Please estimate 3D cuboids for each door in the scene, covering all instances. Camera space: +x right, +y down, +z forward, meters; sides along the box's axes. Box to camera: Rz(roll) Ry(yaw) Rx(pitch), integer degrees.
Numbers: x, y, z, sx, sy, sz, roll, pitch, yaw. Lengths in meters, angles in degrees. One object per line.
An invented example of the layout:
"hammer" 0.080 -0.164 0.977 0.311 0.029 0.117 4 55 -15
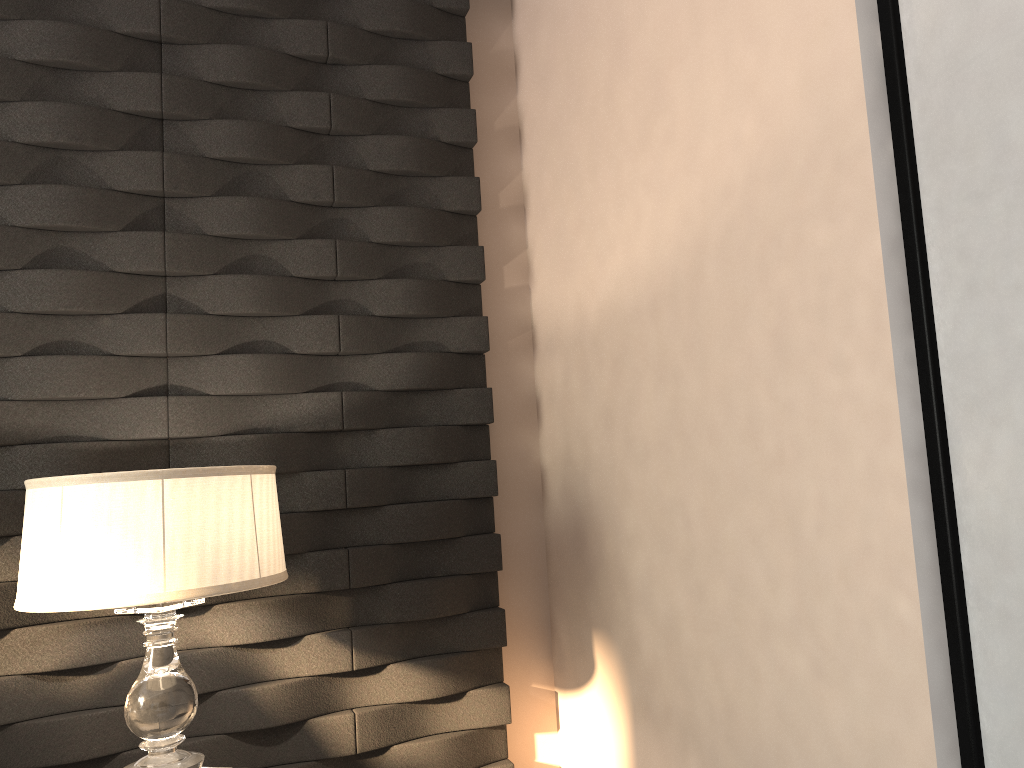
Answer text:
"door" 0.760 0.030 0.786 0.160 2.094 0.962 -1 -6 -19

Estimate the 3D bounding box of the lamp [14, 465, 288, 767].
"lamp" -0.673 0.487 1.684 0.444 0.631 0.487 -7 -7 30
